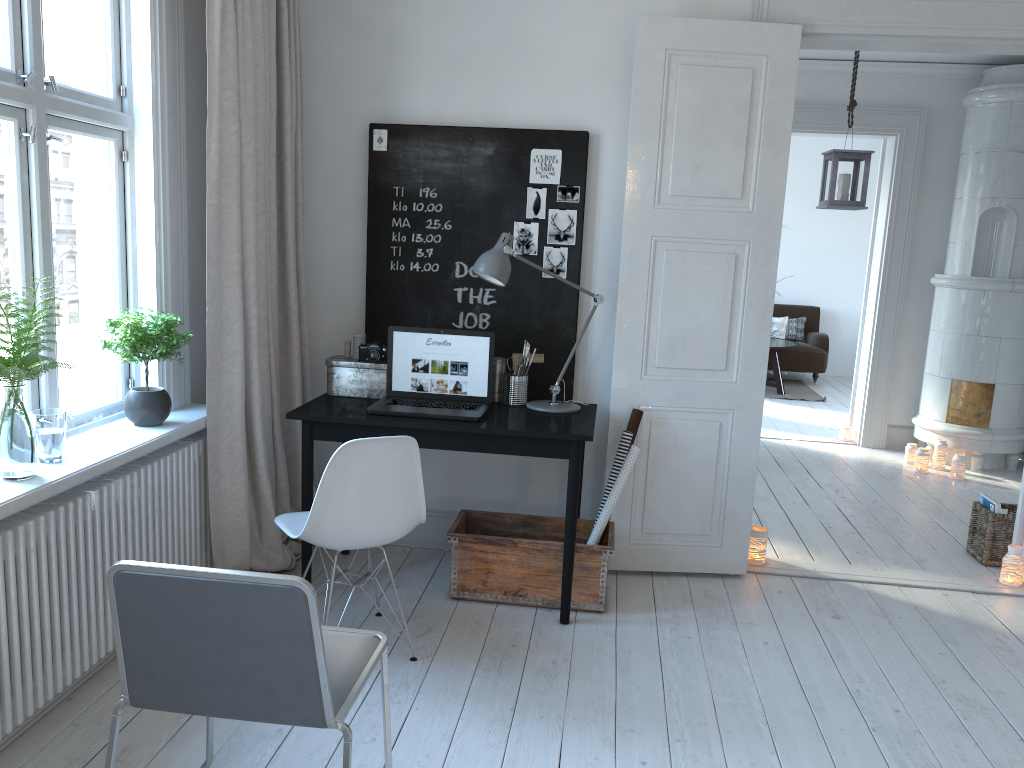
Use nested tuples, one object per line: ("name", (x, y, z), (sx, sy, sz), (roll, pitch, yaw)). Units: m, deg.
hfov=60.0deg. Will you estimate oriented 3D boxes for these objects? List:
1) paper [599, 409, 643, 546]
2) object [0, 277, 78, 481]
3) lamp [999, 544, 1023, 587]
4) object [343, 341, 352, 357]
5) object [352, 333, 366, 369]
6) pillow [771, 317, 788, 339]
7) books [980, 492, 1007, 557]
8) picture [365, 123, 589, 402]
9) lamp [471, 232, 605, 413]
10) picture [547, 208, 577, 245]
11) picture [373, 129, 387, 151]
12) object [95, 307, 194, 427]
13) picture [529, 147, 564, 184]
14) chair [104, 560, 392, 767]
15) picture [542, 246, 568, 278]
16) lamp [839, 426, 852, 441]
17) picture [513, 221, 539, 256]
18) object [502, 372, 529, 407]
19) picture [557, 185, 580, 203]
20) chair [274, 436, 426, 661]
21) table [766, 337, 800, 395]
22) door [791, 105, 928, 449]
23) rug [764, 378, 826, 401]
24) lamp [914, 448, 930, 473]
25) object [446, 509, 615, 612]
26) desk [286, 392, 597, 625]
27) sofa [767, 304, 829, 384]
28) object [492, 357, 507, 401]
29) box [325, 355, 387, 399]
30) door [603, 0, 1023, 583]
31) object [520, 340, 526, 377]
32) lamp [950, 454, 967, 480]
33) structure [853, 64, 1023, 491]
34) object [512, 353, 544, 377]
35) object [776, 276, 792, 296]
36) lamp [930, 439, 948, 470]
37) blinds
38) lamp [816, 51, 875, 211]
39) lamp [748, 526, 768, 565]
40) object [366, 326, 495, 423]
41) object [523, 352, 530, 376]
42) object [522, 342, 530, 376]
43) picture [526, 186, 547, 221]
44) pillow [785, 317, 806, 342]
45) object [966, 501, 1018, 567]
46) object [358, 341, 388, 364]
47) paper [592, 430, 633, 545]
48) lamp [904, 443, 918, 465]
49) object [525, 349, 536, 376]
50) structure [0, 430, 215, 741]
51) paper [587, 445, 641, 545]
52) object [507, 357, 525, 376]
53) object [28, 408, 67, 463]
("paper", (0.419, 0.480, 3.756), (0.297, 0.749, 0.048), (-5, 13, -38))
("object", (-1.342, -0.027, 2.339), (0.413, 0.566, 0.304), (11, 13, 39))
("lamp", (2.280, 0.826, 4.034), (0.093, 0.180, 0.092), (1, 10, -11))
("object", (-0.710, -0.152, 3.833), (0.040, 0.069, 0.039), (2, 10, -6))
("object", (-0.663, -0.142, 3.762), (0.056, 0.130, 0.167), (4, 10, 5))
("pillow", (2.926, -0.657, 10.181), (0.471, 0.310, 0.187), (4, 10, 7))
("books", (2.426, 0.710, 4.369), (0.201, 0.301, 0.179), (4, 10, 6))
("picture", (-0.174, -0.526, 3.918), (0.953, 1.176, 0.063), (4, 10, 6))
("lamp", (0.107, -0.249, 3.626), (0.616, 0.718, 0.229), (-1, 11, -23))
("picture", (0.215, -0.678, 3.814), (0.121, 0.153, 0.002), (4, 10, 6))
("picture", (-0.571, -1.057, 3.842), (0.061, 0.088, 0.004), (3, 10, 3))
("object", (-1.268, -0.062, 3.057), (0.309, 0.408, 0.271), (-4, 12, -33))
("picture", (0.145, -0.932, 3.778), (0.147, 0.155, 0.004), (4, 10, 6))
("chair", (-0.575, 0.709, 2.029), (0.562, 0.800, 0.523), (4, 10, 6))
("picture", (0.187, -0.529, 3.844), (0.103, 0.136, 0.001), (4, 10, 6))
("lamp", (2.625, 0.390, 6.979), (0.093, 0.110, 0.093), (7, 11, 23))
("picture", (0.059, -0.629, 3.841), (0.107, 0.151, 0.001), (4, 10, 6))
("object", (0.014, 0.023, 3.753), (0.108, 0.129, 0.108), (7, 11, 21))
("picture", (0.241, -0.814, 3.789), (0.095, 0.072, 0.001), (4, 10, 6))
("chair", (-0.550, 0.525, 3.064), (0.474, 0.827, 0.552), (-3, 11, -28))
("table", (2.384, -0.232, 9.523), (1.300, 0.505, 1.296), (2, 10, -4))
("door", (2.112, -0.814, 6.813), (2.598, 2.513, 0.576), (4, 10, 6))
("rug", (2.377, -0.015, 9.589), (1.710, 0.055, 1.452), (4, 9, 7))
("lamp", (2.823, 0.525, 6.103), (0.089, 0.166, 0.088), (4, 10, 8))
("object", (0.082, 0.731, 3.678), (0.664, 0.283, 0.338), (4, 10, 6))
("desk", (-0.260, 0.473, 3.672), (1.159, 0.761, 0.649), (4, 10, 6))
("sofa", (2.490, -0.525, 10.263), (2.165, 0.827, 0.966), (4, 10, 6))
("object", (-0.066, -0.018, 3.828), (0.079, 0.189, 0.078), (0, 11, -15))
("box", (-0.632, -0.031, 3.803), (0.317, 0.153, 0.192), (4, 10, 6))
("door", (1.763, -0.344, 3.864), (2.598, 2.513, 0.576), (4, 10, 6))
("object", (0.040, -0.050, 3.751), (0.008, 0.268, 0.060), (7, 11, 22))
("lamp", (3.008, 0.557, 5.971), (0.089, 0.166, 0.088), (4, 10, 5))
("structure", (3.226, -0.729, 6.144), (1.247, 2.836, 0.798), (-5, 13, -38))
("object", (0.068, -0.025, 3.792), (0.138, 0.209, 0.034), (0, 11, -14))
("object", (2.523, -0.985, 9.309), (0.845, 1.069, 0.524), (-1, 11, -23))
("lamp", (2.996, 0.494, 6.213), (0.098, 0.210, 0.098), (5, 10, 10))
("blinds", (-0.950, -0.499, 3.517), (0.225, 2.656, 0.828), (4, 10, 6))
("lamp", (1.937, -1.876, 4.943), (0.228, 1.768, 0.227), (3, 10, 3))
("lamp", (1.145, 0.755, 4.144), (0.089, 0.167, 0.088), (3, 10, -1))
("object", (-0.315, -0.046, 3.500), (0.445, 0.316, 0.324), (4, 10, 6))
("object", (0.045, -0.024, 3.746), (0.009, 0.222, 0.082), (10, 13, 35))
("object", (0.045, -0.047, 3.752), (0.062, 0.265, 0.012), (-6, 14, -41))
("picture", (0.105, -0.777, 3.811), (0.083, 0.146, 0.002), (4, 10, 6))
("pillow", (3.138, -0.649, 10.272), (0.542, 0.289, 0.182), (4, 10, 7))
("object", (2.437, 0.744, 4.373), (0.270, 0.265, 0.223), (4, 10, 6))
("object", (-0.577, -0.130, 3.685), (0.137, 0.088, 0.073), (4, 10, 6))
("paper", (0.382, 0.531, 3.698), (0.266, 0.671, 0.043), (-5, 13, -38))
("lamp", (2.850, 0.499, 6.331), (0.084, 0.147, 0.083), (5, 10, 10))
("object", (0.057, -0.031, 3.738), (0.084, 0.240, 0.009), (0, 11, -17))
("structure", (-1.334, 0.556, 2.845), (0.195, 0.549, 1.501), (4, 10, 6))
("paper", (0.375, 0.557, 3.643), (0.283, 0.628, 0.040), (0, 11, -15))
("object", (0.006, -0.019, 3.757), (0.081, 0.199, 0.050), (9, 12, 31))
("object", (-1.336, 0.150, 2.557), (0.097, 0.146, 0.097), (5, 10, 12))
